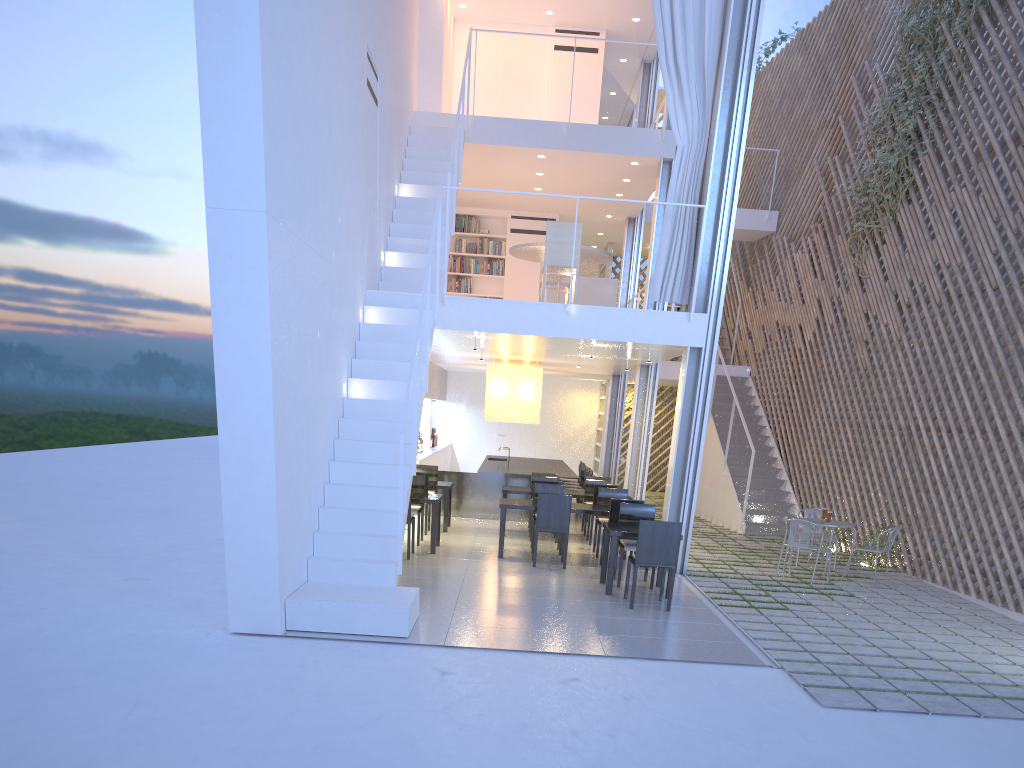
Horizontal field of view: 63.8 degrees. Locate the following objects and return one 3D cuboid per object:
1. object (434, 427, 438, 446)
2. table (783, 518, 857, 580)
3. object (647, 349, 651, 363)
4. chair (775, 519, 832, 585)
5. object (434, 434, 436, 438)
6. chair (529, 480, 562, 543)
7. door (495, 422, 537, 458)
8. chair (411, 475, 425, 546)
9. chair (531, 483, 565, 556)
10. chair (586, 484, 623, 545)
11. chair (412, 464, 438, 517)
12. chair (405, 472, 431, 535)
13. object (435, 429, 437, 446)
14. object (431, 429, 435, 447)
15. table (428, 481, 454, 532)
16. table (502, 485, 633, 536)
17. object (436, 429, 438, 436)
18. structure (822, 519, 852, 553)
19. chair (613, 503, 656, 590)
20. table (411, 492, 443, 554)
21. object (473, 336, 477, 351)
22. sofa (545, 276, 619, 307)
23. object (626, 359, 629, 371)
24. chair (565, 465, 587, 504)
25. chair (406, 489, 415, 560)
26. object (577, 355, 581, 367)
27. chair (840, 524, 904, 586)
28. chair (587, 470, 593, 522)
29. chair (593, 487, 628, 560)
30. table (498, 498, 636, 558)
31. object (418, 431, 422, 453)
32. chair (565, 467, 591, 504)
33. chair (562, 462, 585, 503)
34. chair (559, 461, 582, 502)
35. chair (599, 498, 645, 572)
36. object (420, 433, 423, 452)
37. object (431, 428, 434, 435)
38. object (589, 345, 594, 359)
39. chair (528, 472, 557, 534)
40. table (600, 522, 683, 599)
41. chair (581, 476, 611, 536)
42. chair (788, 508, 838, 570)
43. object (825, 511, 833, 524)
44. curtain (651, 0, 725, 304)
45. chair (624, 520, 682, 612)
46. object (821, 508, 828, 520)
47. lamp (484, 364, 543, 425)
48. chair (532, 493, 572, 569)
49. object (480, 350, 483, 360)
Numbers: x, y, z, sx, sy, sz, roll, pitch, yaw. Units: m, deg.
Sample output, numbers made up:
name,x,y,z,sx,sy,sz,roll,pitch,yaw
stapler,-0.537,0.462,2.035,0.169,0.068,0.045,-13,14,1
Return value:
name,x,y,z,sx,sy,sz,roll,pitch,yaw
object,-0.847,0.578,9.064,0.045,0.219,0.043,18,22,39
table,1.917,1.021,5.124,0.343,0.360,0.328,-3,11,-38
object,-0.076,0.196,5.705,1.675,0.880,1.729,4,2,-3
chair,1.725,0.978,4.853,0.240,0.410,0.248,-9,18,-44
object,-0.855,0.583,8.955,0.044,0.201,0.043,-12,23,-42
chair,0.232,0.879,5.729,0.192,0.472,0.217,3,14,0
door,-0.519,0.475,7.448,0.476,1.252,5.238,7,0,13
chair,-0.668,0.802,5.239,0.192,0.472,0.217,3,14,0
chair,0.230,0.863,5.243,0.192,0.472,0.217,3,14,0
chair,0.641,0.907,5.737,0.192,0.472,0.217,3,14,0
chair,-0.666,0.832,6.166,0.192,0.472,0.217,3,14,0
chair,-0.667,0.817,5.692,0.192,0.472,0.217,3,14,0
object,-0.839,0.586,9.008,0.046,0.201,0.041,3,17,-1
object,-0.836,0.572,8.664,0.044,0.209,0.041,1,17,-9
table,-0.619,0.876,5.937,0.359,0.357,0.326,4,9,0
table,0.376,0.944,5.957,0.916,0.357,0.326,4,9,-1
object,-0.846,0.588,9.126,0.043,0.200,0.039,7,17,11
structure,2.475,1.149,6.225,0.265,0.281,0.244,5,9,7
chair,0.665,0.866,4.391,0.192,0.472,0.217,3,14,0
table,-0.621,0.848,5.058,0.359,0.357,0.326,4,9,0
object,-0.212,-0.235,4.753,0.029,0.085,0.026,6,16,10
sofa,0.485,-0.538,6.223,0.500,0.393,0.925,4,1,0
object,0.802,-0.135,5.709,0.029,0.085,0.026,6,16,10
chair,0.536,0.959,7.597,0.241,0.473,0.172,2,15,-5
chair,-0.670,0.787,4.765,0.192,0.472,0.217,3,14,0
object,0.467,-0.158,5.702,0.029,0.085,0.026,6,16,10
chair,2.176,1.011,4.940,0.237,0.409,0.252,14,16,39
chair,0.541,0.939,6.960,0.240,0.473,0.172,4,15,1
chair,0.639,0.891,5.252,0.192,0.472,0.217,3,14,0
table,0.374,0.916,5.078,0.916,0.357,0.326,4,9,-1
object,-0.847,0.529,7.482,0.046,0.219,0.042,4,17,1
chair,0.546,0.950,7.279,0.240,0.473,0.172,3,15,-2
chair,0.555,0.970,7.916,0.240,0.473,0.172,3,15,-3
chair,0.559,0.981,8.235,0.240,0.473,0.172,4,15,1
chair,0.638,0.877,4.810,0.192,0.472,0.217,3,14,0
object,-0.851,0.547,7.708,0.041,0.196,0.038,-6,19,-28
object,-0.851,0.570,8.803,0.046,0.219,0.041,3,17,-1
object,0.465,-0.188,4.766,0.029,0.085,0.026,6,16,10
chair,0.233,0.893,6.171,0.192,0.472,0.217,3,14,0
table,0.649,0.908,4.249,0.359,0.357,0.326,4,9,0
chair,0.642,0.921,6.179,0.192,0.472,0.217,3,14,0
chair,1.988,1.013,5.413,0.263,0.410,0.226,3,13,0
object,1.914,0.804,4.970,0.030,0.083,0.030,-12,22,-43
curtain,0.786,-1.690,4.089,0.517,2.608,0.087,2,18,-4
chair,0.663,0.851,3.917,0.192,0.472,0.217,3,14,0
object,1.954,0.813,5.151,0.030,0.083,0.030,-12,22,-43
lamp,0.015,0.117,7.515,0.448,0.449,2.170,4,-1,0
chair,0.229,0.849,4.802,0.192,0.472,0.217,3,14,0
object,-0.209,-0.205,5.688,0.029,0.085,0.026,6,16,10
